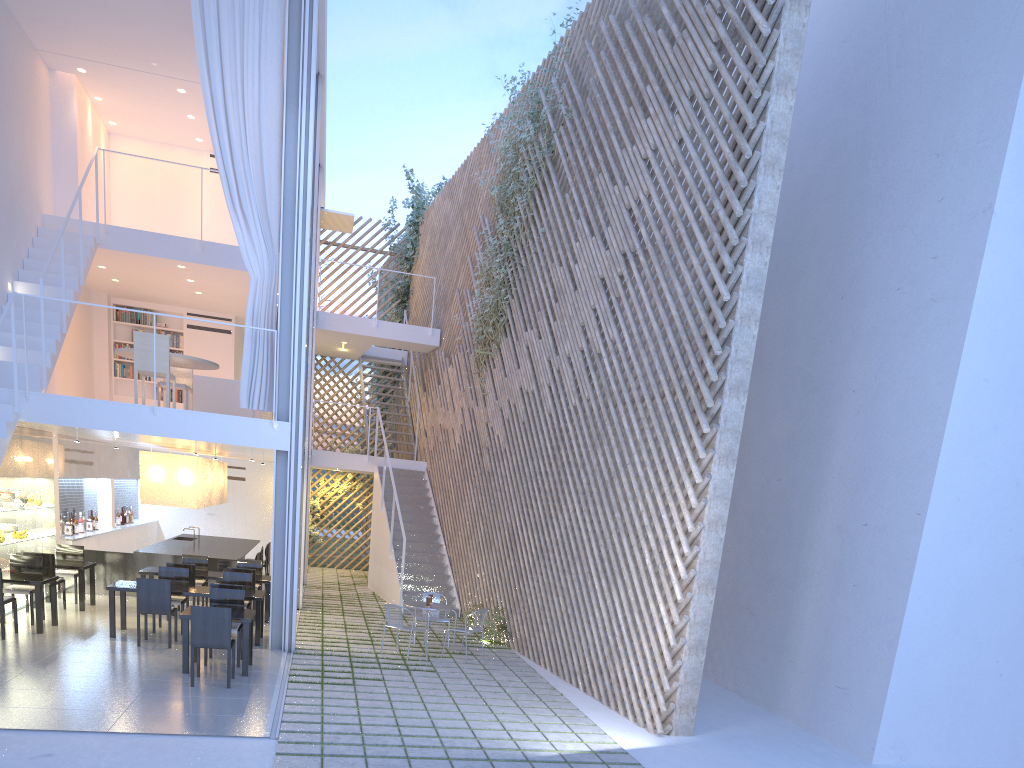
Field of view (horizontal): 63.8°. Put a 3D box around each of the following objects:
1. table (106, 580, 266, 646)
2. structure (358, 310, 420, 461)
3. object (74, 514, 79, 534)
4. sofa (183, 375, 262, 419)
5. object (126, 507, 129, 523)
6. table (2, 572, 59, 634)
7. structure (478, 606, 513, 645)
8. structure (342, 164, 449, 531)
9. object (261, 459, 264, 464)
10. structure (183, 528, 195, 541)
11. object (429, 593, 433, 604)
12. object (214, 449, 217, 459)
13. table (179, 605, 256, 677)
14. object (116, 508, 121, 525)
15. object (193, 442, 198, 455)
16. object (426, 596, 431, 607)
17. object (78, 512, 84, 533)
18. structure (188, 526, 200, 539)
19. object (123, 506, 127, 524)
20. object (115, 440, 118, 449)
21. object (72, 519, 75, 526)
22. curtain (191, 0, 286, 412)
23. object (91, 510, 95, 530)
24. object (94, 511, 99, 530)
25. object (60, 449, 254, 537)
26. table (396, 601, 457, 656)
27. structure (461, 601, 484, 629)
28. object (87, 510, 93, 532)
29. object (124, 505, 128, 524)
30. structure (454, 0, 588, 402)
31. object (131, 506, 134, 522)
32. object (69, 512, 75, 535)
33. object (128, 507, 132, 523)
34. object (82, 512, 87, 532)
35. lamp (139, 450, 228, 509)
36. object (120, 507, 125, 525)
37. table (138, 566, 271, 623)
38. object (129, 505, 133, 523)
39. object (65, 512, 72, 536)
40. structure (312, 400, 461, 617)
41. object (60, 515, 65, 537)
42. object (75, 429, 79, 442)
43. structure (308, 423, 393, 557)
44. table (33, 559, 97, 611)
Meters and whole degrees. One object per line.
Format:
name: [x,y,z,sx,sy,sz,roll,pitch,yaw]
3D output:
table: [-2.091,1.490,5.344,0.923,0.344,0.337,7,2,-13]
structure: [-1.446,-0.040,9.571,0.539,1.965,1.190,2,8,-18]
object: [-3.516,1.012,5.974,0.059,0.300,2.367,3,-7,-12]
sofa: [-2.309,0.197,6.634,0.504,0.378,0.957,6,-5,-13]
object: [-4.210,1.433,8.993,0.044,0.195,0.044,13,14,33]
table: [-3.060,1.355,5.110,0.362,0.345,0.338,5,3,-13]
structure: [-0.139,1.852,6.325,0.298,0.336,0.302,4,4,-28]
structure: [-1.643,-0.128,11.078,1.123,4.712,3.134,2,7,-15]
object: [-1.863,0.561,6.155,0.029,0.083,0.027,5,11,-2]
structure: [-3.235,1.507,8.238,0.113,0.129,0.032,5,12,-13]
object: [-0.571,1.502,5.774,0.030,0.080,0.030,12,12,32]
object: [-2.189,0.516,6.077,0.029,0.083,0.027,5,11,-2]
table: [-1.629,1.426,4.574,0.362,0.345,0.338,5,3,-13]
object: [-4.117,1.390,8.603,0.041,0.190,0.039,-5,16,-41]
object: [-1.974,0.403,5.139,0.029,0.083,0.027,5,11,-2]
object: [-0.569,1.475,5.584,0.030,0.080,0.030,12,12,32]
object: [-3.814,1.227,7.280,0.044,0.194,0.040,3,12,-12]
structure: [-3.308,1.545,8.557,0.113,0.129,0.032,5,12,-13]
object: [-4.172,1.407,8.842,0.046,0.213,0.043,3,13,-13]
object: [-2.848,0.425,5.918,0.029,0.083,0.027,5,11,-2]
object: [-3.555,1.019,6.039,0.067,0.295,2.089,3,-7,-12]
curtain: [-1.563,-1.084,4.649,0.518,2.527,0.090,2,13,-15]
object: [-3.915,1.270,7.674,0.044,0.202,0.043,1,13,-21]
object: [-3.916,1.287,7.745,0.041,0.190,0.039,-5,16,-41]
object: [-2.706,0.821,5.932,1.688,0.845,1.789,7,-4,-15]
table: [-0.593,1.698,5.722,0.337,0.347,0.348,8,4,39]
structure: [-0.301,1.958,6.940,0.267,0.271,0.253,5,3,-5]
object: [-3.860,1.249,7.520,0.046,0.212,0.043,3,12,-11]
object: [-4.194,1.417,8.923,0.046,0.212,0.043,3,12,-11]
structure: [0.100,-1.016,6.325,0.745,2.834,2.246,1,6,-21]
object: [-4.241,1.454,9.166,0.044,0.194,0.040,5,12,-1]
object: [-3.516,1.018,6.003,0.106,0.295,2.021,3,-7,-11]
object: [-4.207,1.442,9.049,0.046,0.195,0.042,3,12,-13]
object: [-3.848,1.241,7.398,0.044,0.195,0.044,14,14,34]
lamp: [-3.044,0.913,7.776,0.451,0.432,2.246,5,-7,-12]
object: [-4.124,1.397,8.706,0.044,0.202,0.043,1,13,-21]
table: [-2.294,1.595,6.226,0.923,0.344,0.337,7,2,-13]
object: [-4.228,1.438,9.104,0.046,0.212,0.044,12,14,28]
object: [-3.506,1.013,5.959,0.047,0.296,1.944,3,-7,-12]
structure: [-1.260,1.159,8.009,1.192,2.038,1.875,3,4,-19]
object: [-3.519,1.001,5.890,0.046,0.295,1.824,3,-7,-11]
object: [-2.632,0.312,4.980,0.029,0.083,0.027,5,11,-2]
structure: [-2.134,1.413,10.549,1.151,2.086,0.270,4,13,-13]
table: [-3.262,1.461,5.991,0.362,0.345,0.338,5,3,-13]
